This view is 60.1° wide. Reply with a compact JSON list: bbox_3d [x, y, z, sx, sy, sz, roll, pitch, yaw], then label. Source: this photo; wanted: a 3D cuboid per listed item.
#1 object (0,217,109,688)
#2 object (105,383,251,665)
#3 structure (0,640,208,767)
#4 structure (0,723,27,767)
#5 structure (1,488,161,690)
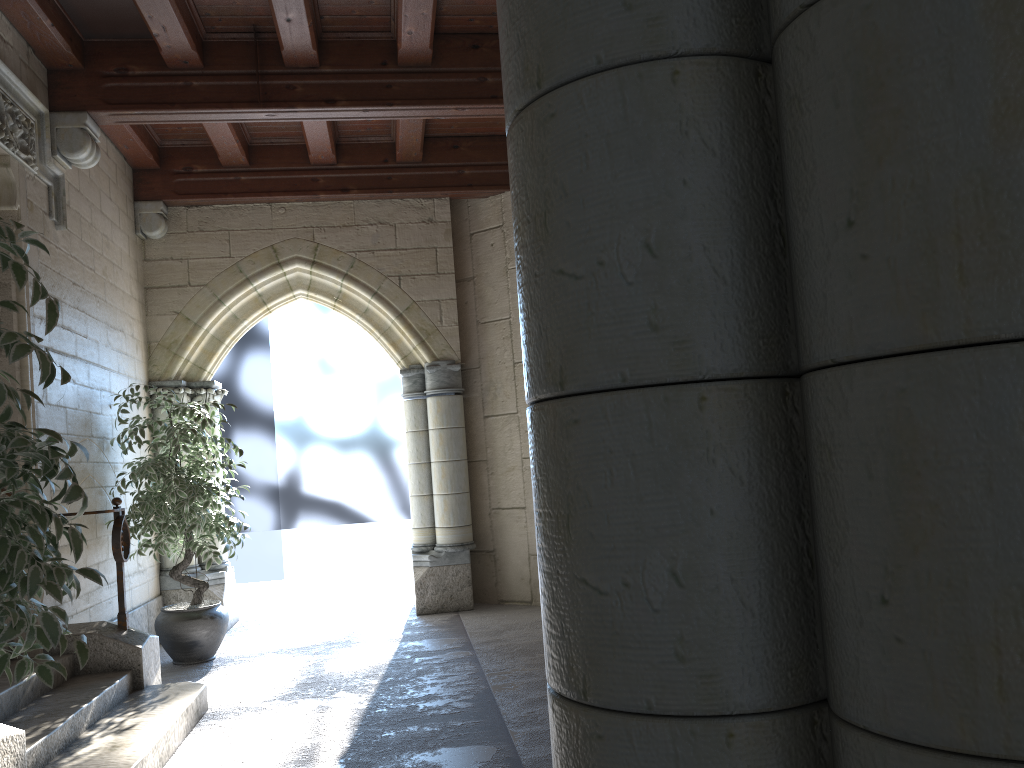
[{"bbox_3d":[-1.253,0.455,1.829,0.788,1.614,0.751,-5,-3,23],"label":"object"},{"bbox_3d":[-1.903,0.795,5.115,0.786,1.614,0.753,-4,-3,-12],"label":"object"},{"bbox_3d":[-2.585,1.084,3.218,2.572,0.808,1.466,-4,-5,-8],"label":"structure"},{"bbox_3d":[-1.953,0.755,2.616,0.887,1.259,0.478,-4,-3,-8],"label":"structure"},{"bbox_3d":[-2.142,0.893,4.012,0.887,1.259,0.474,-4,-3,-8],"label":"structure"}]
